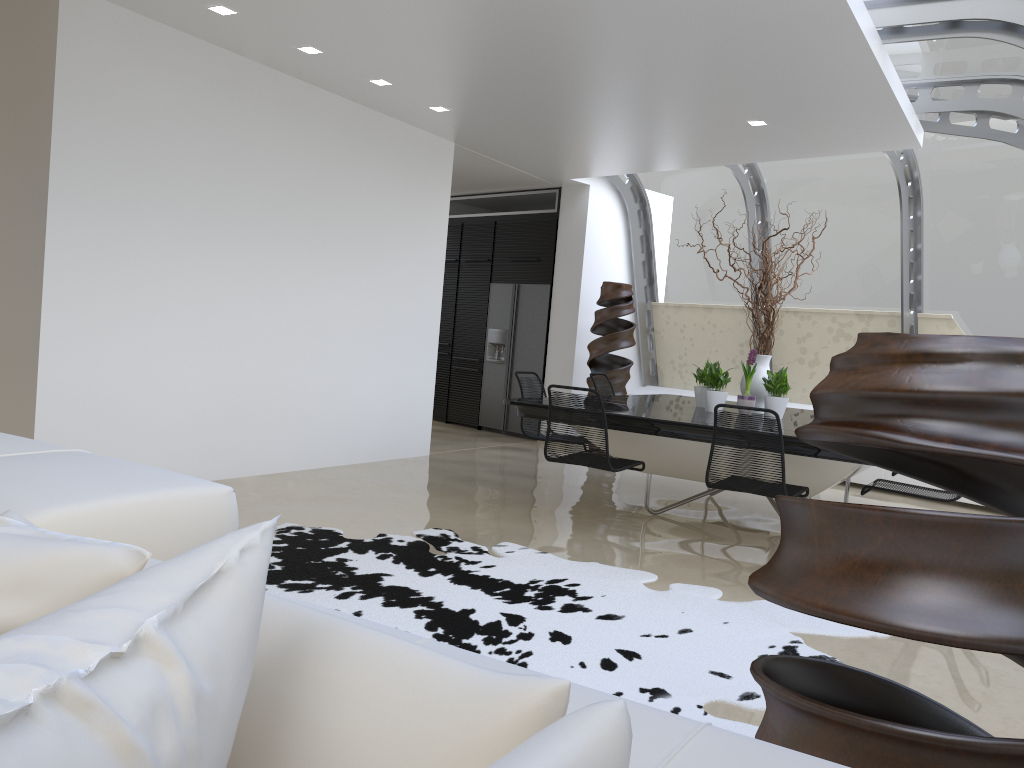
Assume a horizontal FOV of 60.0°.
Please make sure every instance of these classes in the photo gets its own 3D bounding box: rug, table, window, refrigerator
[{"bbox_3d":[-0.302,0.943,3.728,3.220,0.008,2.705,7,3,31],"label":"rug"},{"bbox_3d":[1.721,0.596,6.471,2.494,0.759,3.031,7,3,31],"label":"table"},{"bbox_3d":[-3.703,-0.932,6.482,16.693,3.674,16.171,7,4,37],"label":"window"},{"bbox_3d":[0.084,-0.308,10.540,1.006,1.742,0.234,8,4,44],"label":"refrigerator"}]

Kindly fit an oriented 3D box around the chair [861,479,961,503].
[{"bbox_3d":[2.512,0.446,5.315,0.688,0.519,0.446,7,3,31],"label":"chair"}]

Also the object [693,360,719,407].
[{"bbox_3d":[1.493,-0.006,6.793,0.284,0.369,0.215,4,3,-21],"label":"object"}]

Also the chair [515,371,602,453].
[{"bbox_3d":[0.364,0.195,6.601,0.688,0.519,0.446,7,3,31],"label":"chair"}]

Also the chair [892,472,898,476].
[{"bbox_3d":[3.167,0.446,6.410,0.688,0.519,0.446,7,3,31],"label":"chair"}]

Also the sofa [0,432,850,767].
[{"bbox_3d":[-1.793,0.577,0.050,3.257,0.866,4.169,7,3,31],"label":"sofa"}]

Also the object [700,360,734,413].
[{"bbox_3d":[1.447,0.015,6.317,0.284,0.369,0.215,3,3,-26],"label":"object"}]

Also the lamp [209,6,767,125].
[{"bbox_3d":[-4.768,-2.412,4.871,9.775,0.004,9.928,7,3,31],"label":"lamp"}]

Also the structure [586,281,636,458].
[{"bbox_3d":[1.017,-0.141,9.290,0.498,1.843,0.493,8,4,42],"label":"structure"}]

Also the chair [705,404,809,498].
[{"bbox_3d":[1.344,0.371,4.839,0.446,0.519,0.688,7,3,31],"label":"chair"}]

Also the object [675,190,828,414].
[{"bbox_3d":[1.689,-0.570,6.539,1.031,1.549,1.135,6,3,23],"label":"object"}]

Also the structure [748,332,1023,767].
[{"bbox_3d":[0.766,0.541,1.625,0.672,1.258,0.674,5,3,8],"label":"structure"}]

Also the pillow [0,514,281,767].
[{"bbox_3d":[-1.071,0.359,0.015,1.656,0.530,3.322,5,3,1],"label":"pillow"}]

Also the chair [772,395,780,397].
[{"bbox_3d":[2.160,0.277,7.997,0.446,0.519,0.688,7,3,31],"label":"chair"}]

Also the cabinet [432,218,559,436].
[{"bbox_3d":[-0.098,-0.697,11.153,0.831,2.558,2.252,2,4,-45],"label":"cabinet"}]

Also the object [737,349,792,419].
[{"bbox_3d":[1.812,-0.001,6.254,0.238,0.476,0.417,3,3,-31],"label":"object"}]

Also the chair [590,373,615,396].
[{"bbox_3d":[1.019,0.194,7.696,0.688,0.519,0.446,7,3,31],"label":"chair"}]

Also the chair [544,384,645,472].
[{"bbox_3d":[0.492,0.271,5.349,0.446,0.519,0.688,7,3,31],"label":"chair"}]
